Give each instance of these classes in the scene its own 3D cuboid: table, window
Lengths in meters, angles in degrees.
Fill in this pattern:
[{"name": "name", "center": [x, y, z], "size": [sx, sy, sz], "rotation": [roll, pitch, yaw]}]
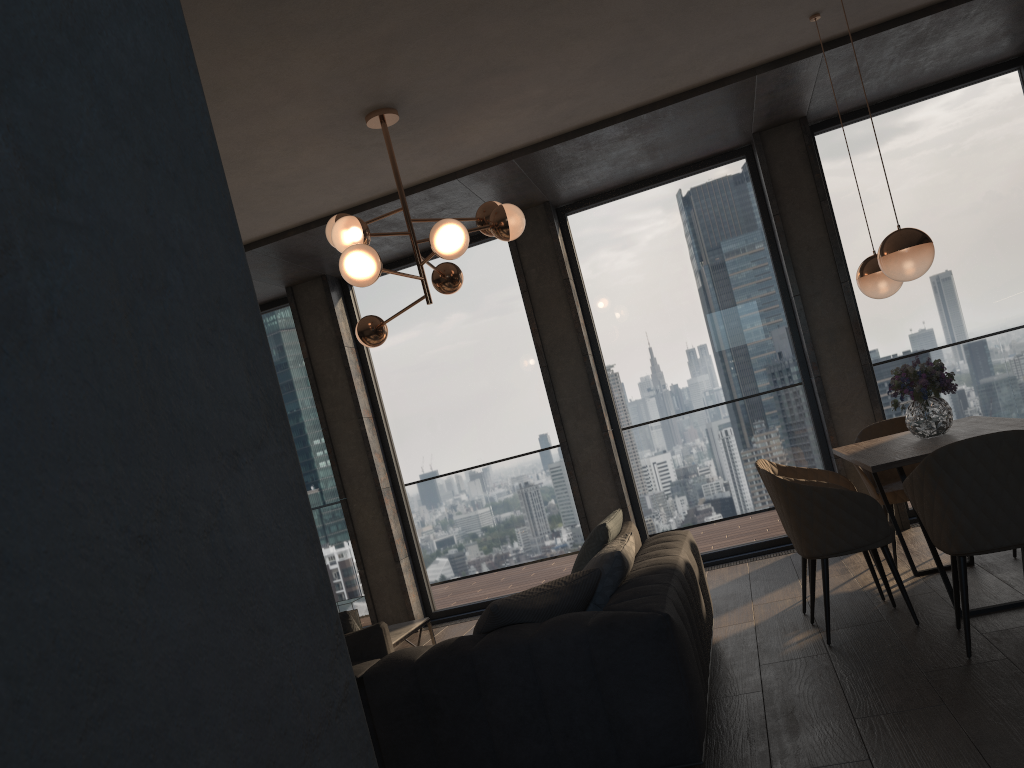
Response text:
[{"name": "table", "center": [2.156, 0.638, 4.369], "size": [0.773, 0.768, 1.463], "rotation": [-15, -4, 13]}, {"name": "window", "center": [0.545, 0.123, 7.032], "size": [7.304, 3.001, 0.198], "rotation": [-15, 0, 14]}, {"name": "table", "center": [-1.044, 1.772, 5.395], "size": [0.935, 0.309, 0.928], "rotation": [-15, -4, 14]}]

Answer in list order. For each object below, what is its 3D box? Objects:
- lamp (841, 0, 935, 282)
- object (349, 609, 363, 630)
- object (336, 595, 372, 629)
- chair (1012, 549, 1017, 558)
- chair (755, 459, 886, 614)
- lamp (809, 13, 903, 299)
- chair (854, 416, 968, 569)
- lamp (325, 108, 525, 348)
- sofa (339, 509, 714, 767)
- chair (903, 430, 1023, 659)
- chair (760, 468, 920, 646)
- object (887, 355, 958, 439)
[{"name": "lamp", "center": [1.630, -1.218, 4.014], "size": [0.238, 1.544, 0.240], "rotation": [-14, 0, -11]}, {"name": "object", "center": [-0.986, 1.470, 5.236], "size": [0.150, 0.220, 0.148], "rotation": [-15, -1, 14]}, {"name": "object", "center": [-1.004, 1.472, 5.453], "size": [0.197, 0.261, 0.198], "rotation": [-15, -1, 14]}, {"name": "chair", "center": [2.761, 0.457, 4.479], "size": [0.512, 0.836, 0.554], "rotation": [-15, -1, 8]}, {"name": "chair", "center": [1.680, 0.760, 4.782], "size": [0.514, 0.836, 0.551], "rotation": [-15, -1, 23]}, {"name": "lamp", "center": [1.797, -1.204, 4.692], "size": [0.241, 1.544, 0.237], "rotation": [-14, 0, 19]}, {"name": "chair", "center": [2.369, 0.623, 5.258], "size": [0.559, 0.836, 0.507], "rotation": [-15, -1, 18]}, {"name": "lamp", "center": [-0.474, -0.886, 4.642], "size": [1.011, 1.037, 1.473], "rotation": [-14, -3, -10]}, {"name": "sofa", "center": [-0.561, 1.308, 4.151], "size": [2.926, 0.783, 2.019], "rotation": [-15, -4, 14]}, {"name": "chair", "center": [1.904, 0.593, 3.486], "size": [0.559, 0.836, 0.507], "rotation": [-15, -1, 18]}, {"name": "chair", "center": [1.538, 0.747, 4.189], "size": [0.512, 0.836, 0.554], "rotation": [-15, -1, 8]}, {"name": "object", "center": [2.035, 0.059, 4.346], "size": [0.326, 0.409, 0.300], "rotation": [-14, -1, -16]}]
